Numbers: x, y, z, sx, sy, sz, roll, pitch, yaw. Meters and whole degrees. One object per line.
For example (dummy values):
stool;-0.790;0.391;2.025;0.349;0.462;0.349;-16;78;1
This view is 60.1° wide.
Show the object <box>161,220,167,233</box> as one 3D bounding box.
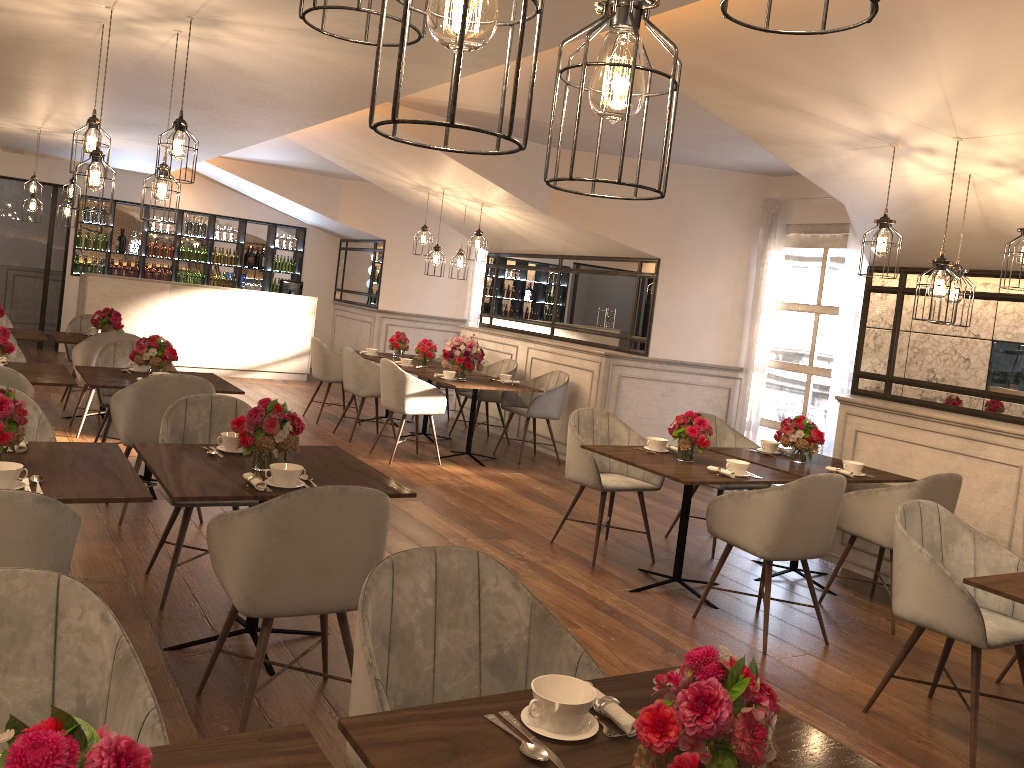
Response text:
object;-5.145;-2.333;13.104;0.070;0.189;0.041;5;3;-32

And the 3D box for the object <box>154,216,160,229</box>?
object;-5.226;-2.374;13.050;0.069;0.208;0.040;5;3;-32

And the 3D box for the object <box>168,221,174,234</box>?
object;-5.060;-2.328;13.156;0.070;0.189;0.041;5;3;-32

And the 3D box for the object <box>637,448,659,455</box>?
object;0.794;0.392;5.135;0.022;0.004;0.212;4;6;-32

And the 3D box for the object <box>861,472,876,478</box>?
object;2.080;0.527;5.266;0.043;0.015;0.198;3;7;-35

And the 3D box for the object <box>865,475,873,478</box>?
object;2.046;0.530;5.254;0.022;0.004;0.212;4;6;-32

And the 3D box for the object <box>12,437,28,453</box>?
object;-1.868;0.227;3.361;0.056;0.039;0.176;4;6;-32

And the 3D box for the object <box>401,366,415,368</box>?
object;-0.984;-0.164;8.673;0.210;0.004;0.022;3;6;-32

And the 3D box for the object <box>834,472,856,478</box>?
object;1.922;0.514;5.157;0.025;0.024;0.193;4;6;-32

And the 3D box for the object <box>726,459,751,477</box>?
object;1.194;0.447;4.697;0.149;0.072;0.148;9;5;26

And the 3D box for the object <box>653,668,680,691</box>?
object;0.273;0.495;1.458;0.077;0.052;0.045;8;4;20

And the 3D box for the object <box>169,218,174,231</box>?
object;-5.055;-2.364;13.155;0.069;0.208;0.040;5;3;-32

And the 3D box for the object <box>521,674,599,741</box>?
object;0.093;0.609;1.666;0.149;0.072;0.148;10;6;36

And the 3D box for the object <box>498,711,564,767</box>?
object;0.036;0.643;1.604;0.022;0.004;0.212;4;6;-32

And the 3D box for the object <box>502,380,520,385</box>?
object;-0.008;-0.017;8.182;0.175;0.039;0.056;4;5;-32

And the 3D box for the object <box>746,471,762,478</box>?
object;1.277;0.479;4.773;0.043;0.015;0.198;3;7;-35

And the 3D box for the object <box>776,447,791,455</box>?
object;1.748;0.429;5.750;0.056;0.039;0.176;4;6;-32

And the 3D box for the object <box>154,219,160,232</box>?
object;-5.231;-2.338;13.052;0.070;0.189;0.041;5;3;-32

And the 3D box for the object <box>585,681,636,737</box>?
object;0.188;0.632;1.727;0.056;0.039;0.176;4;6;-32

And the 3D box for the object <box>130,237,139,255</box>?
object;-5.517;-2.034;12.946;0.108;0.281;0.108;8;3;14

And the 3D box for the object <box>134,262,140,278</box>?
object;-5.502;-1.663;12.999;0.066;0.261;0.065;9;3;37

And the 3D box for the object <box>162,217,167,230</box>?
object;-5.141;-2.369;13.102;0.069;0.208;0.040;5;3;-32

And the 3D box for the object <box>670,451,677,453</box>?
object;0.920;0.387;5.231;0.025;0.024;0.193;4;6;-32

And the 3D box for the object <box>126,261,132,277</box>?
object;-5.595;-1.669;12.941;0.066;0.261;0.065;9;3;37

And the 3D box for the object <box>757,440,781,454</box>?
object;1.653;0.406;5.690;0.149;0.072;0.148;9;5;26

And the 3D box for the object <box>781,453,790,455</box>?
object;1.723;0.435;5.724;0.025;0.024;0.193;4;6;-32

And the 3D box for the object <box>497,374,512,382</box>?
object;-0.064;-0.050;8.278;0.148;0.072;0.148;8;5;11

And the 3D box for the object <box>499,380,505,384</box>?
object;-0.034;-0.015;8.206;0.192;0.024;0.025;3;5;-32

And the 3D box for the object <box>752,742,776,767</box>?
object;0.354;0.556;1.330;0.078;0.052;0.049;9;4;24

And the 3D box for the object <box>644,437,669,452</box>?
object;0.851;0.358;5.197;0.149;0.072;0.148;9;5;26

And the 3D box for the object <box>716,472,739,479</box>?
object;1.119;0.466;4.664;0.025;0.024;0.193;4;6;-32

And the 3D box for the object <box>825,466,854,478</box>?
object;1.898;0.507;5.131;0.056;0.039;0.176;4;6;-32

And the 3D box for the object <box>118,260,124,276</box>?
object;-5.689;-1.674;12.883;0.066;0.261;0.065;9;3;37

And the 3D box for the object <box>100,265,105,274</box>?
object;-5.897;-1.687;12.756;0.066;0.261;0.065;9;3;37

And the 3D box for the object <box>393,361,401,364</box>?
object;-1.103;-0.210;8.822;0.175;0.039;0.056;4;5;-32

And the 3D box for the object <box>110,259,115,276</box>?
object;-5.783;-1.680;12.826;0.066;0.261;0.065;9;3;37

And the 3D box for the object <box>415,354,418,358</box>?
object;-1.005;-0.314;9.836;0.148;0.072;0.148;8;5;11

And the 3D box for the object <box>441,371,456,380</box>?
object;-0.563;-0.076;7.930;0.148;0.072;0.148;8;5;11

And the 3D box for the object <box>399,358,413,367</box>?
object;-1.043;-0.210;8.725;0.148;0.072;0.148;8;5;11

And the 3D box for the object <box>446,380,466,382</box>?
object;-0.492;-0.030;7.845;0.197;0.015;0.043;3;6;-35

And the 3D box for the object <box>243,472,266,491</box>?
object;-0.937;0.352;3.220;0.056;0.039;0.176;4;6;-32

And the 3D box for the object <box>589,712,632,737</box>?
object;0.162;0.638;1.701;0.025;0.024;0.193;4;6;-32

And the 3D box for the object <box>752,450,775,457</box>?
object;1.597;0.440;5.628;0.022;0.004;0.212;4;6;-32

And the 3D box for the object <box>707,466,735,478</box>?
object;1.096;0.458;4.638;0.056;0.039;0.176;4;6;-32

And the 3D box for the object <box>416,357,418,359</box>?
object;-0.975;-0.279;9.765;0.192;0.024;0.025;3;5;-32

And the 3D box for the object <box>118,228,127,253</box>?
object;-5.656;-2.082;12.862;0.104;0.359;0.103;8;3;30

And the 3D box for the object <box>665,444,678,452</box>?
object;0.945;0.380;5.257;0.056;0.039;0.176;4;6;-32

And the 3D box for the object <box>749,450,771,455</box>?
object;1.570;0.432;5.619;0.043;0.015;0.198;4;6;-28

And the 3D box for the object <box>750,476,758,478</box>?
object;1.243;0.482;4.761;0.022;0.004;0.212;4;6;-32

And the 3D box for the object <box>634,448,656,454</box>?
object;0.768;0.384;5.126;0.043;0.015;0.198;4;6;-28

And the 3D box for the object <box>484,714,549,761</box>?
object;0.003;0.635;1.592;0.043;0.015;0.198;3;7;-35

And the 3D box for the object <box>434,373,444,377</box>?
object;-0.624;-0.076;8.028;0.175;0.039;0.056;4;5;-32

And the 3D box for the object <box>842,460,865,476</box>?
object;1.997;0.496;5.190;0.149;0.072;0.148;9;5;26
